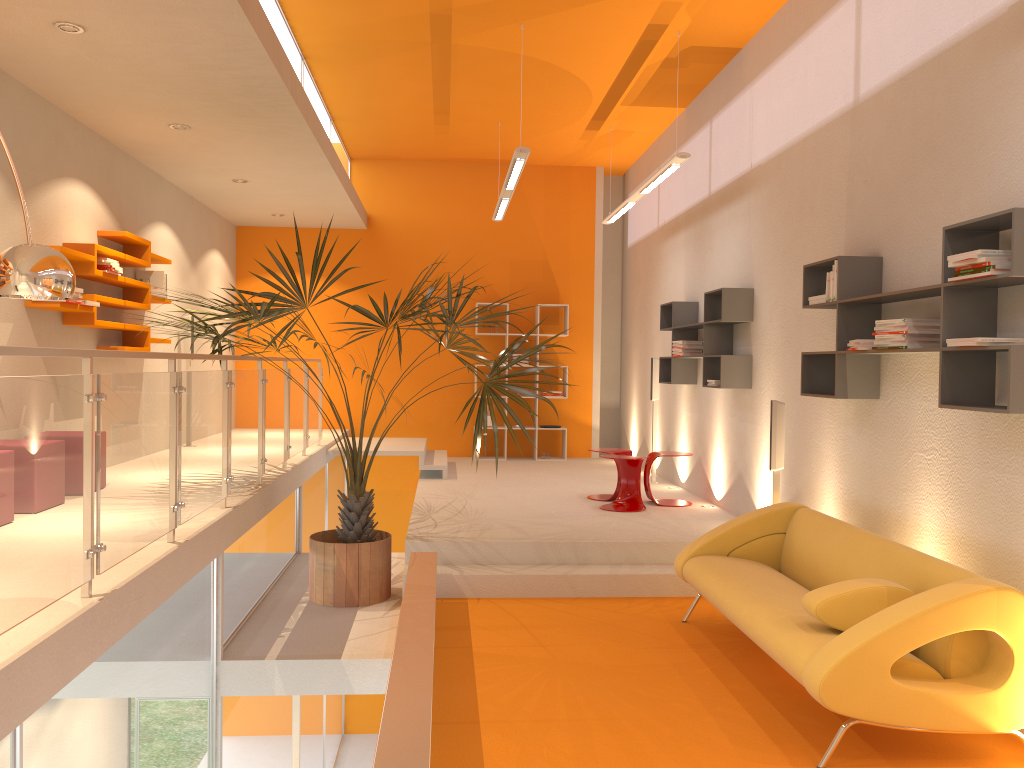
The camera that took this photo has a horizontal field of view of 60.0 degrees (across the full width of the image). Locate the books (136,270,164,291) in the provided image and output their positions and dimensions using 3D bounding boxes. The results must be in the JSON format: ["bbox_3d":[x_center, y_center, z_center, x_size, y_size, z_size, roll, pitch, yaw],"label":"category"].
[{"bbox_3d":[-3.135,-0.867,7.683,0.230,0.227,0.017,1,1,-4],"label":"books"}]

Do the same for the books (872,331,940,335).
[{"bbox_3d":[1.935,-0.246,4.320,0.210,0.013,0.297,1,1,-9],"label":"books"}]

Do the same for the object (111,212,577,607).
[{"bbox_3d":[-1.059,0.211,6.533,3.098,2.600,3.241,1,1,4],"label":"object"}]

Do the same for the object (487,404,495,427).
[{"bbox_3d":[-0.284,0.408,11.430,0.129,0.291,0.129,1,1,24],"label":"object"}]

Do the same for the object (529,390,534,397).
[{"bbox_3d":[1.316,1.918,7.818,0.190,3.502,7.694,0,1,-16],"label":"object"}]

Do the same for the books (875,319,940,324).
[{"bbox_3d":[1.944,-0.302,4.323,0.230,0.017,0.226,1,1,-14],"label":"books"}]

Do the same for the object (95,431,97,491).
[{"bbox_3d":[-2.902,0.508,5.765,0.390,0.377,0.390,1,1,-9],"label":"object"}]

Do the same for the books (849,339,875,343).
[{"bbox_3d":[1.902,-0.223,4.685,0.190,0.015,0.254,1,1,12],"label":"books"}]

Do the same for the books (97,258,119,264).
[{"bbox_3d":[-3.049,-0.907,6.512,0.230,0.017,0.226,1,1,-4],"label":"books"}]

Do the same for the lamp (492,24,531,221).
[{"bbox_3d":[-0.032,-2.286,8.254,0.120,1.052,3.195,1,1,-4],"label":"lamp"}]

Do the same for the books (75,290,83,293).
[{"bbox_3d":[-2.983,-0.611,5.810,0.254,0.015,0.190,1,1,2],"label":"books"}]

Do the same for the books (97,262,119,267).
[{"bbox_3d":[-3.035,-0.875,6.514,0.227,0.017,0.230,1,1,-9],"label":"books"}]

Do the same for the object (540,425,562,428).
[{"bbox_3d":[0.496,0.554,11.482,0.294,0.020,0.294,2,1,35],"label":"object"}]

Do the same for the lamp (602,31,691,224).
[{"bbox_3d":[1.193,-2.270,8.348,0.120,1.052,3.195,1,1,-4],"label":"lamp"}]

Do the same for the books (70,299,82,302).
[{"bbox_3d":[-2.970,-0.550,5.809,0.190,0.011,0.268,1,1,-3],"label":"books"}]

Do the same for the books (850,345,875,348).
[{"bbox_3d":[1.905,-0.195,4.683,0.190,0.011,0.268,1,1,12],"label":"books"}]

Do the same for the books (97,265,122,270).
[{"bbox_3d":[-3.033,-0.859,6.527,0.254,0.015,0.190,1,1,-3],"label":"books"}]

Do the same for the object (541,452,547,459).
[{"bbox_3d":[1.474,2.356,6.371,0.129,2.692,10.507,1,1,-12],"label":"object"}]

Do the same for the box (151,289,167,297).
[{"bbox_3d":[-3.098,-0.775,7.563,0.232,0.047,0.232,1,1,-4],"label":"box"}]

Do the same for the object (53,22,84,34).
[{"bbox_3d":[-2.319,-1.884,4.641,0.143,0.059,0.143,0,1,-33],"label":"object"}]

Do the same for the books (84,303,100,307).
[{"bbox_3d":[-3.006,-0.546,6.098,0.254,0.015,0.190,1,1,2],"label":"books"}]

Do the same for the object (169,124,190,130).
[{"bbox_3d":[-2.468,-1.927,6.585,0.143,0.059,0.143,0,1,-21],"label":"object"}]

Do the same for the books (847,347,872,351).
[{"bbox_3d":[1.904,-0.183,4.679,0.210,0.013,0.297,1,1,11],"label":"books"}]

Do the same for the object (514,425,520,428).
[{"bbox_3d":[0.083,0.543,11.394,0.105,0.035,0.106,2,2,39],"label":"object"}]

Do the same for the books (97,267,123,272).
[{"bbox_3d":[-3.026,-0.844,6.525,0.254,0.015,0.190,1,1,-8],"label":"books"}]

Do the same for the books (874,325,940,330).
[{"bbox_3d":[1.932,-0.272,4.333,0.190,0.015,0.254,1,1,-13],"label":"books"}]

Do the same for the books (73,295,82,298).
[{"bbox_3d":[-2.965,-0.579,5.807,0.190,0.015,0.254,1,1,-3],"label":"books"}]

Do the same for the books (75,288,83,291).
[{"bbox_3d":[-2.979,-0.627,5.822,0.226,0.017,0.230,1,1,-4],"label":"books"}]

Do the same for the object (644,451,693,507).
[{"bbox_3d":[1.401,0.843,7.925,0.420,0.450,0.391,1,1,-4],"label":"object"}]

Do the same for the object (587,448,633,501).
[{"bbox_3d":[0.905,0.831,8.161,0.391,0.450,0.420,0,1,-34],"label":"object"}]

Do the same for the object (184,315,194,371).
[{"bbox_3d":[-3.243,-0.030,8.928,0.116,1.317,0.111,1,1,2],"label":"object"}]

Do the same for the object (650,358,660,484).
[{"bbox_3d":[1.481,0.381,9.302,0.116,1.317,0.111,1,1,-8],"label":"object"}]

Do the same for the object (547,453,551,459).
[{"bbox_3d":[1.594,2.389,5.064,0.102,2.685,13.193,1,1,-10],"label":"object"}]

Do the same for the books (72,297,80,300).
[{"bbox_3d":[-2.968,-0.563,5.799,0.190,0.015,0.254,1,1,-8],"label":"books"}]

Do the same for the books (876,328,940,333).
[{"bbox_3d":[1.935,-0.258,4.324,0.190,0.011,0.268,1,1,-8],"label":"books"}]

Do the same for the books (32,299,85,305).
[{"bbox_3d":[-2.970,-0.538,5.814,0.210,0.013,0.297,1,1,-4],"label":"books"}]

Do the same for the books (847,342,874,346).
[{"bbox_3d":[1.906,-0.208,4.693,0.190,0.015,0.254,1,1,7],"label":"books"}]

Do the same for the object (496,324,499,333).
[{"bbox_3d":[-0.985,1.967,8.124,0.351,5.384,6.779,1,1,16],"label":"object"}]

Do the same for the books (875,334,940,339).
[{"bbox_3d":[1.943,-0.231,4.324,0.230,0.017,0.226,1,1,-14],"label":"books"}]

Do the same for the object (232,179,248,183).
[{"bbox_3d":[-2.618,-1.970,8.529,0.143,0.059,0.143,0,1,-33],"label":"object"}]

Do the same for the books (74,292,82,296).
[{"bbox_3d":[-2.978,-0.595,5.809,0.230,0.017,0.227,1,1,-9],"label":"books"}]

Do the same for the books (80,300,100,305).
[{"bbox_3d":[-3.002,-0.563,6.111,0.226,0.017,0.230,1,1,-4],"label":"books"}]

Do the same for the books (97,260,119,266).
[{"bbox_3d":[-3.036,-0.891,6.509,0.190,0.015,0.254,1,1,2],"label":"books"}]

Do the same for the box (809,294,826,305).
[{"bbox_3d":[1.898,-0.490,5.197,0.232,0.047,0.232,1,1,-4],"label":"box"}]

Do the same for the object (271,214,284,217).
[{"bbox_3d":[-2.767,-2.014,10.472,0.143,0.059,0.143,0,1,-33],"label":"object"}]

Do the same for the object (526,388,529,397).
[{"bbox_3d":[-1.080,2.379,7.965,0.870,4.604,7.392,1,1,26],"label":"object"}]

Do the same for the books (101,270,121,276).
[{"bbox_3d":[-3.042,-0.819,6.529,0.210,0.013,0.297,1,1,-4],"label":"books"}]

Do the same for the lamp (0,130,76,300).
[{"bbox_3d":[-2.267,-0.358,2.852,0.315,2.259,2.077,1,1,18],"label":"lamp"}]

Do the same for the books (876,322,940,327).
[{"bbox_3d":[1.931,-0.286,4.325,0.190,0.015,0.254,1,1,-8],"label":"books"}]

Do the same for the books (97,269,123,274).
[{"bbox_3d":[-3.036,-0.830,6.524,0.268,0.011,0.190,1,1,-3],"label":"books"}]

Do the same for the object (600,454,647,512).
[{"bbox_3d":[0.958,0.843,7.614,0.391,0.450,0.420,1,1,26],"label":"object"}]

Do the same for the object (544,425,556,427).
[{"bbox_3d":[0.493,0.552,11.485,0.178,0.020,0.178,1,1,12],"label":"object"}]
